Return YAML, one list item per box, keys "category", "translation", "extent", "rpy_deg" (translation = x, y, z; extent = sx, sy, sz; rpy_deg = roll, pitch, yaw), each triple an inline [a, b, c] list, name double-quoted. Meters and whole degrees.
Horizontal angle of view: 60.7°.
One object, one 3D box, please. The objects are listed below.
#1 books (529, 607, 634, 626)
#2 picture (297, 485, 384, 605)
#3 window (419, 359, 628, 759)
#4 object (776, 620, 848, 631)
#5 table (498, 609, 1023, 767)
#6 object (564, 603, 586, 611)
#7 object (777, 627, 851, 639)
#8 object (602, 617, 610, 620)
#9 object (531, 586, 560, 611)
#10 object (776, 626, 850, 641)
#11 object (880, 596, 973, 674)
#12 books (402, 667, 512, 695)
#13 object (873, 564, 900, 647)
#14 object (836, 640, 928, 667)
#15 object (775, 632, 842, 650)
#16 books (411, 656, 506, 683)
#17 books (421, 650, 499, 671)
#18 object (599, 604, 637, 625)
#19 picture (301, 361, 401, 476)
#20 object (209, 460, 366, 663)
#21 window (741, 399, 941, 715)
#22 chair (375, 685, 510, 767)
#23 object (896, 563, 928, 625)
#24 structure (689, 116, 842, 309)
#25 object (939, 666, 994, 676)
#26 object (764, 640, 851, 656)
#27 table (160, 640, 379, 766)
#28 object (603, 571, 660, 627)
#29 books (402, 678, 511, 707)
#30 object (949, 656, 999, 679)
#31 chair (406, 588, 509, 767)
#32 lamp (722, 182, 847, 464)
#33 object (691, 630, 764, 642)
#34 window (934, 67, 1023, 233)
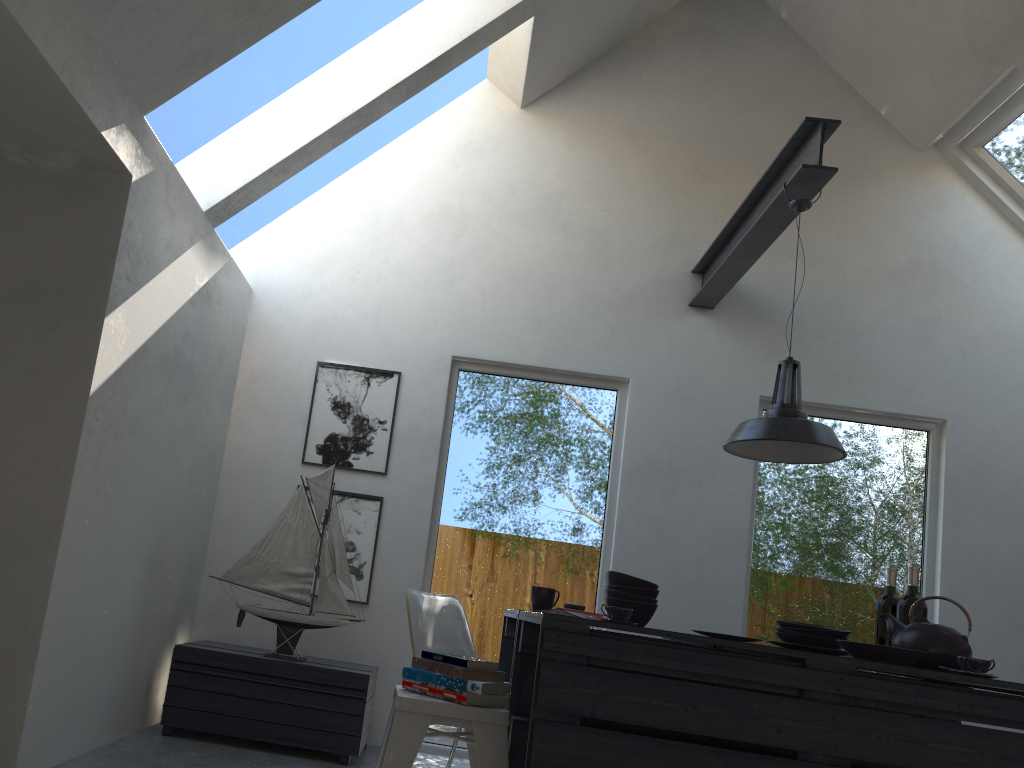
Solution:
- category: "books"
  translation: [0.241, 0.783, 2.955]
  extent: [0.214, 0.030, 0.323]
  rpy_deg: [17, -17, -31]
- category: "picture"
  translation: [-0.965, 0.864, 4.713]
  extent: [0.475, 0.574, 0.026]
  rpy_deg: [7, -9, 4]
- category: "window"
  translation: [0.025, 0.957, 4.735]
  extent: [0.992, 2.094, 0.060]
  rpy_deg: [7, -9, 4]
- category: "object"
  translation: [1.011, 0.836, 2.952]
  extent: [0.230, 0.057, 0.232]
  rpy_deg: [8, -14, 1]
- category: "table"
  translation: [0.730, 1.283, 2.994]
  extent: [1.514, 0.783, 1.627]
  rpy_deg: [8, -13, 1]
- category: "object"
  translation: [0.235, 0.860, 3.311]
  extent: [0.114, 0.055, 0.120]
  rpy_deg: [11, -14, -11]
- category: "object"
  translation: [1.014, 0.847, 2.944]
  extent: [0.231, 0.062, 0.231]
  rpy_deg: [7, -14, 5]
- category: "object"
  translation: [0.306, 0.733, 2.717]
  extent: [0.029, 0.013, 0.128]
  rpy_deg: [2, -16, 25]
- category: "object"
  translation: [0.129, 0.897, 3.618]
  extent: [0.099, 0.107, 0.133]
  rpy_deg: [10, -12, -8]
- category: "object"
  translation: [1.008, 0.858, 2.941]
  extent: [0.232, 0.062, 0.230]
  rpy_deg: [7, -14, 5]
- category: "object"
  translation: [1.263, 0.753, 2.638]
  extent: [0.220, 0.228, 0.214]
  rpy_deg: [7, -12, 3]
- category: "books"
  translation: [-0.171, 0.920, 2.714]
  extent: [0.301, 0.033, 0.190]
  rpy_deg: [-1, -17, 32]
- category: "object"
  translation: [1.307, 0.798, 3.027]
  extent: [0.097, 0.339, 0.087]
  rpy_deg: [0, -12, 38]
- category: "object"
  translation: [1.049, 0.769, 2.488]
  extent: [0.244, 0.046, 0.219]
  rpy_deg: [-4, -19, 40]
- category: "object"
  translation: [1.006, 0.873, 2.940]
  extent: [0.244, 0.046, 0.219]
  rpy_deg: [-4, -19, 40]
- category: "books"
  translation: [-0.168, 0.889, 2.725]
  extent: [0.167, 0.032, 0.271]
  rpy_deg: [19, -18, -37]
- category: "books"
  translation: [-0.162, 0.861, 2.725]
  extent: [0.137, 0.025, 0.218]
  rpy_deg: [21, -19, -41]
- category: "object"
  translation: [0.327, 0.710, 2.680]
  extent: [0.118, 0.055, 0.116]
  rpy_deg: [6, -14, 8]
- category: "picture"
  translation: [-0.883, 0.186, 4.821]
  extent: [0.475, 0.574, 0.026]
  rpy_deg: [7, -9, 4]
- category: "object"
  translation: [-1.064, 0.832, 4.259]
  extent: [0.796, 0.974, 0.142]
  rpy_deg: [7, -9, 4]
- category: "window"
  translation: [1.696, 1.176, 4.617]
  extent: [0.992, 2.094, 0.060]
  rpy_deg: [7, -9, 4]
- category: "chair"
  translation: [-0.222, 1.211, 2.661]
  extent: [0.435, 0.496, 0.430]
  rpy_deg: [9, -11, -4]
- category: "object"
  translation: [1.325, 0.767, 2.899]
  extent: [0.096, 0.339, 0.087]
  rpy_deg: [1, -11, 34]
- category: "structure"
  translation: [1.077, -0.598, 4.537]
  extent: [0.136, 0.204, 2.566]
  rpy_deg: [8, -14, -2]
- category: "object"
  translation: [1.245, 0.790, 2.396]
  extent: [0.136, 0.013, 0.027]
  rpy_deg: [5, -14, 15]
- category: "object"
  translation: [1.006, 0.894, 2.936]
  extent: [0.312, 0.024, 0.285]
  rpy_deg: [-1, -17, 31]
- category: "table"
  translation: [-1.146, 1.523, 4.230]
  extent: [0.932, 0.408, 0.531]
  rpy_deg: [8, -12, 2]
- category: "object"
  translation: [0.477, 0.875, 3.525]
  extent: [0.215, 0.210, 0.196]
  rpy_deg: [7, -11, 2]
- category: "books"
  translation: [-0.175, 0.953, 2.709]
  extent: [0.189, 0.034, 0.303]
  rpy_deg: [21, -19, -41]
- category: "object"
  translation: [1.278, 0.785, 2.422]
  extent: [0.115, 0.055, 0.119]
  rpy_deg: [10, -14, -6]
- category: "chair"
  translation: [-0.077, 1.289, 3.521]
  extent: [0.815, 0.805, 0.670]
  rpy_deg: [1, -13, 30]
- category: "lamp"
  translation: [1.082, -0.269, 3.368]
  extent: [0.432, 1.079, 0.437]
  rpy_deg: [7, -10, 1]
- category: "object"
  translation: [0.731, 0.862, 2.971]
  extent: [0.237, 0.019, 0.236]
  rpy_deg: [7, -14, 5]
- category: "window"
  translation: [3.049, -0.751, 4.357]
  extent: [1.495, 1.374, 0.841]
  rpy_deg: [7, -10, 2]
